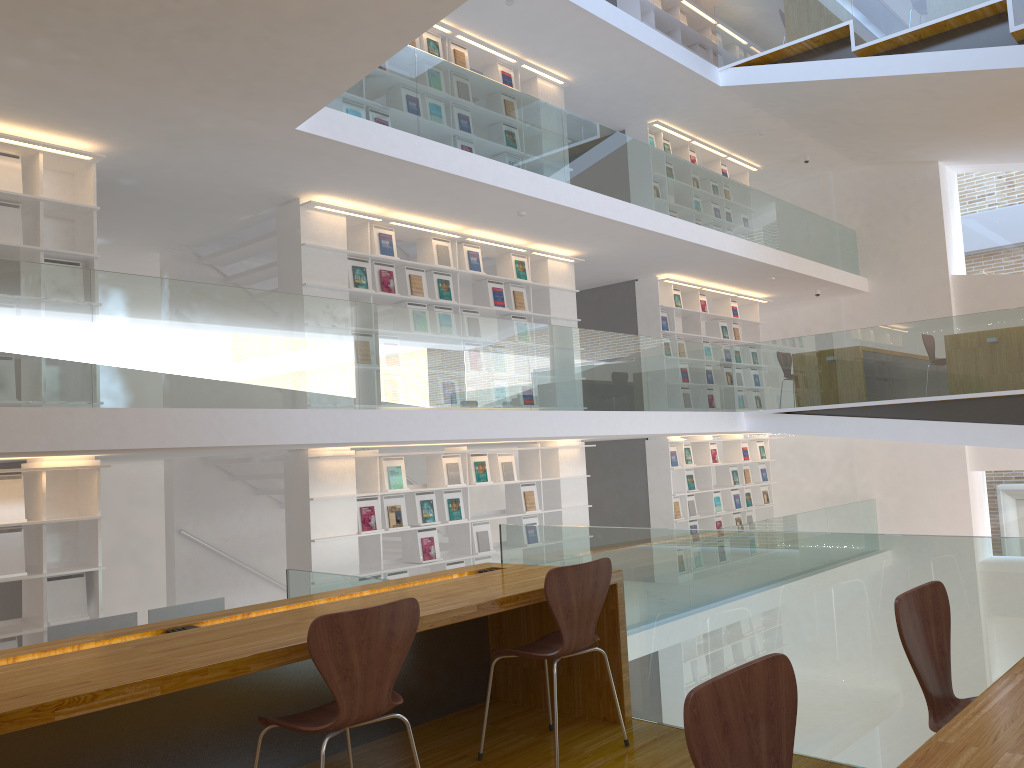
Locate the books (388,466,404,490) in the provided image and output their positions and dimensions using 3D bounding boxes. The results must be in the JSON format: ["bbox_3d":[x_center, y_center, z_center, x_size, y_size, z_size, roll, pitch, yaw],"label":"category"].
[{"bbox_3d":[-1.015,0.822,7.732,0.037,0.210,0.145,-7,-6,41],"label":"books"}]

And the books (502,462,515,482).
[{"bbox_3d":[-0.037,0.881,8.829,0.037,0.210,0.145,-7,-6,41],"label":"books"}]

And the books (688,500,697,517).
[{"bbox_3d":[2.338,1.619,11.507,0.037,0.210,0.145,-7,-6,41],"label":"books"}]

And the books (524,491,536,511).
[{"bbox_3d":[0.183,1.198,9.038,0.037,0.210,0.145,-7,-6,41],"label":"books"}]

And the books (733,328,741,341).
[{"bbox_3d":[3.271,-0.714,12.897,0.037,0.210,0.145,-7,-6,41],"label":"books"}]

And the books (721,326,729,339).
[{"bbox_3d":[3.038,-0.723,12.635,0.037,0.210,0.145,-7,-6,41],"label":"books"}]

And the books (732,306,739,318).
[{"bbox_3d":[3.254,-1.027,12.923,0.037,0.210,0.145,-7,-6,41],"label":"books"}]

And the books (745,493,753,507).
[{"bbox_3d":[3.389,1.663,12.688,0.037,0.210,0.145,-7,-6,41],"label":"books"}]

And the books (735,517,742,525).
[{"bbox_3d":[3.185,1.977,12.413,0.037,0.210,0.145,-7,-6,41],"label":"books"}]

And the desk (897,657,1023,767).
[{"bbox_3d":[0.798,0.823,0.951,0.760,0.606,3.185,-7,-6,41],"label":"desk"}]

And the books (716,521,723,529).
[{"bbox_3d":[2.809,1.959,11.996,0.037,0.210,0.145,-7,-6,41],"label":"books"}]

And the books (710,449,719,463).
[{"bbox_3d":[2.758,0.991,12.075,0.037,0.210,0.145,-7,-6,41],"label":"books"}]

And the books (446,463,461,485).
[{"bbox_3d":[-0.543,0.841,8.263,0.037,0.210,0.145,-7,-6,41],"label":"books"}]

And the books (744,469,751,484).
[{"bbox_3d":[3.378,1.328,12.729,0.037,0.210,0.145,-7,-6,41],"label":"books"}]

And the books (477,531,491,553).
[{"bbox_3d":[-0.270,1.514,8.476,0.037,0.210,0.145,-7,-6,41],"label":"books"}]

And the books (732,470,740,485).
[{"bbox_3d":[3.146,1.319,12.467,0.037,0.210,0.145,-7,-6,41],"label":"books"}]

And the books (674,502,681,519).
[{"bbox_3d":[2.082,1.599,11.224,0.037,0.210,0.145,-7,-6,41],"label":"books"}]

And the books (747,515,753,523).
[{"bbox_3d":[3.406,1.986,12.662,0.037,0.210,0.145,-7,-6,41],"label":"books"}]

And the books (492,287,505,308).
[{"bbox_3d":[-0.134,-0.870,8.973,0.037,0.210,0.145,-7,-6,41],"label":"books"}]

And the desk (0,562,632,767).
[{"bbox_3d":[-1.043,1.231,2.827,1.285,0.918,3.236,-7,-6,41],"label":"desk"}]

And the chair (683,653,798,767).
[{"bbox_3d":[0.538,0.825,1.396,0.381,0.693,0.428,-7,-6,41],"label":"chair"}]

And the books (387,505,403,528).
[{"bbox_3d":[-1.013,1.163,7.705,0.037,0.210,0.145,-7,-6,41],"label":"books"}]

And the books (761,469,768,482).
[{"bbox_3d":[3.738,1.359,13.127,0.037,0.210,0.145,-7,-6,41],"label":"books"}]

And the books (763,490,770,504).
[{"bbox_3d":[3.758,1.682,13.103,0.037,0.210,0.145,-7,-6,41],"label":"books"}]

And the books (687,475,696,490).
[{"bbox_3d":[2.331,1.290,11.546,0.037,0.210,0.145,-7,-6,41],"label":"books"}]

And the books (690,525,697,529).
[{"bbox_3d":[2.371,1.938,11.499,0.037,0.210,0.145,-7,-6,41],"label":"books"}]

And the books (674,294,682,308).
[{"bbox_3d":[2.193,-1.085,11.731,0.037,0.210,0.145,-7,-6,41],"label":"books"}]

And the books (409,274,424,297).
[{"bbox_3d":[-0.875,-0.897,8.139,0.037,0.210,0.145,-7,-6,41],"label":"books"}]

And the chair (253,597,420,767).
[{"bbox_3d":[-0.508,0.974,2.541,0.381,0.693,0.428,-7,-6,41],"label":"chair"}]

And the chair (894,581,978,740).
[{"bbox_3d":[1.183,0.851,2.122,0.381,0.693,0.428,-7,-6,41],"label":"chair"}]

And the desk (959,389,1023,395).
[{"bbox_3d":[5.856,-0.124,9.596,1.248,0.757,3.196,-7,-6,41],"label":"desk"}]

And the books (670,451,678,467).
[{"bbox_3d":[2.062,0.960,11.287,0.037,0.210,0.145,-7,-6,41],"label":"books"}]

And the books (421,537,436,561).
[{"bbox_3d":[-0.746,1.481,7.947,0.037,0.210,0.145,-7,-6,41],"label":"books"}]

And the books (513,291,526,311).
[{"bbox_3d":[0.076,-0.859,9.209,0.037,0.210,0.145,-7,-6,41],"label":"books"}]

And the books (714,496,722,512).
[{"bbox_3d":[2.792,1.633,12.023,0.037,0.210,0.145,-7,-6,41],"label":"books"}]

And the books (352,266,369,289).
[{"bbox_3d":[-1.309,-0.911,7.653,0.037,0.210,0.145,-7,-6,41],"label":"books"}]

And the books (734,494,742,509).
[{"bbox_3d":[3.166,1.654,12.437,0.037,0.210,0.145,-7,-6,41],"label":"books"}]

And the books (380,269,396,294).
[{"bbox_3d":[-1.105,-0.907,7.880,0.037,0.210,0.145,-7,-6,41],"label":"books"}]

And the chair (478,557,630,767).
[{"bbox_3d":[0.137,1.000,3.266,0.381,0.693,0.428,-7,-6,41],"label":"chair"}]

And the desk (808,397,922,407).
[{"bbox_3d":[4.486,-0.028,10.813,0.760,0.606,3.194,-7,-6,41],"label":"desk"}]

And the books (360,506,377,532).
[{"bbox_3d":[-1.210,1.138,7.472,0.037,0.210,0.145,-7,-6,41],"label":"books"}]

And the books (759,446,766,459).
[{"bbox_3d":[3.718,1.024,13.156,0.037,0.210,0.145,-7,-6,41],"label":"books"}]

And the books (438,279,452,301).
[{"bbox_3d":[-0.636,-0.888,8.403,0.037,0.210,0.145,-7,-6,41],"label":"books"}]

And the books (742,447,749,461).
[{"bbox_3d":[3.362,1.015,12.754,0.037,0.210,0.145,-7,-6,41],"label":"books"}]

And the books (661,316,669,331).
[{"bbox_3d":[1.966,-0.767,11.424,0.037,0.210,0.145,-7,-6,41],"label":"books"}]

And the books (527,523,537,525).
[{"bbox_3d":[0.213,1.525,9.021,0.037,0.210,0.145,-7,-6,41],"label":"books"}]

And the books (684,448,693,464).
[{"bbox_3d":[2.295,0.936,11.559,0.037,0.210,0.145,-7,-6,41],"label":"books"}]

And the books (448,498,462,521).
[{"bbox_3d":[-0.530,1.169,8.231,0.037,0.210,0.145,-7,-6,41],"label":"books"}]

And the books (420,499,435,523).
[{"bbox_3d":[-0.758,1.150,7.983,0.037,0.210,0.145,-7,-6,41],"label":"books"}]

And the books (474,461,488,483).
[{"bbox_3d":[-0.296,0.851,8.540,0.037,0.210,0.145,-7,-6,41],"label":"books"}]

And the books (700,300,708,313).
[{"bbox_3d":[2.651,-1.051,12.244,0.037,0.210,0.145,-7,-6,41],"label":"books"}]
